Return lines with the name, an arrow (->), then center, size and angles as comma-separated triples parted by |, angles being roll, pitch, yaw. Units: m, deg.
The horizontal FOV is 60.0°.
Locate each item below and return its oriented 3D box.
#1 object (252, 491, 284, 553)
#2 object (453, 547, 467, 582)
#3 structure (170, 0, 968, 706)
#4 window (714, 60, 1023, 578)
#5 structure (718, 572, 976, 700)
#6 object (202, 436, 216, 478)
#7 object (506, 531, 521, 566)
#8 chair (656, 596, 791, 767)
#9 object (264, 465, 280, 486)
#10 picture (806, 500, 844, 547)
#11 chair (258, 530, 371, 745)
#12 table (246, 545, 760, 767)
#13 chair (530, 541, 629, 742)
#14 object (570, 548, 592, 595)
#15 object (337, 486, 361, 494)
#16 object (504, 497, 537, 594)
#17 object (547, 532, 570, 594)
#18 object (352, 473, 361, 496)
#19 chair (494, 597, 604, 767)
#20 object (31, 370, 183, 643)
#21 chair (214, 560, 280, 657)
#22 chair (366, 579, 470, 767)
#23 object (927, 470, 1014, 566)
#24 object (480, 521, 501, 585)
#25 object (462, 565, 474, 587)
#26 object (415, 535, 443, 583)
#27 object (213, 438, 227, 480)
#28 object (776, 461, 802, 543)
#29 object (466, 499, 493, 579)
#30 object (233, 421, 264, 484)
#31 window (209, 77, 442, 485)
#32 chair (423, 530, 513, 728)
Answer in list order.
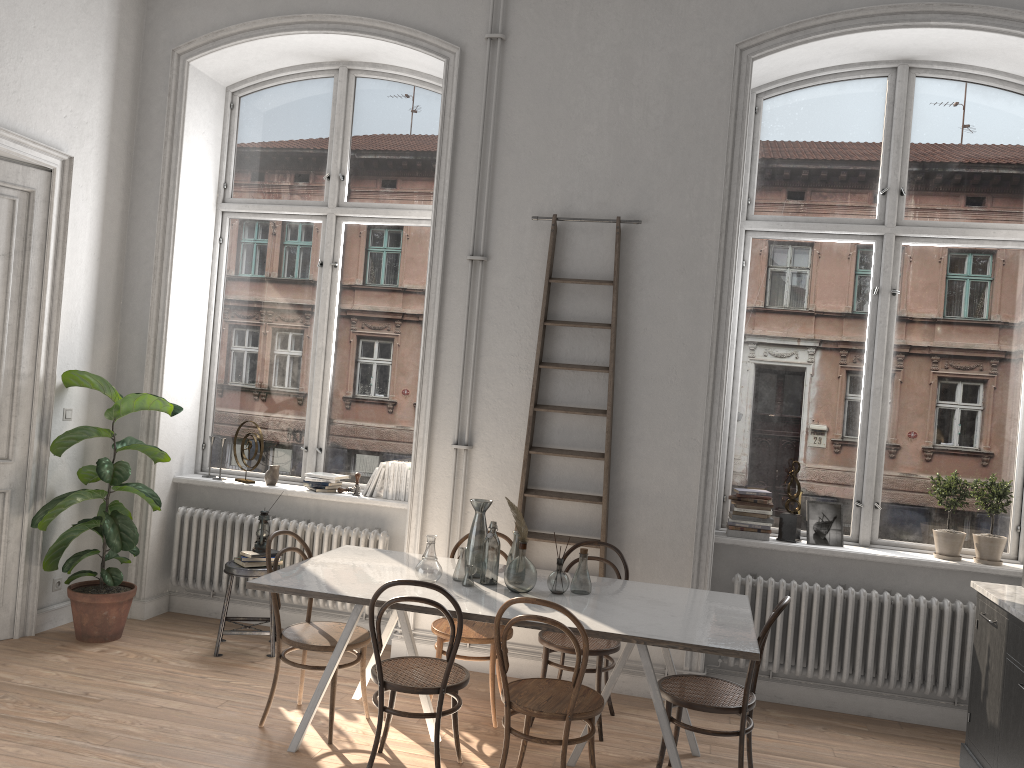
object -> -1.525, 0.854, 5.542 | 0.163, 0.383, 0.154 | 5, 0, -14
object -> -0.243, 0.877, 4.323 | 0.083, 0.158, 0.083 | 5, 0, 8
structure -> 0.349, -0.445, 5.445 | 5.181, 4.474, 0.340 | 5, 0, 13
window -> 9.401, -4.226, 6.984 | 14.383, 15.935, 26.403 | 5, 0, 13
structure -> 2.015, 1.449, 5.112 | 1.577, 0.552, 0.194 | 5, 0, 13
object -> -2.119, 0.512, 6.238 | 0.095, 0.289, 0.095 | 5, 0, 44
object -> 0.023, 0.850, 4.339 | 0.098, 0.255, 0.100 | 5, 0, -11
chair -> 0.923, 1.370, 3.963 | 0.549, 0.920, 0.438 | 5, 0, 25
object -> -1.648, 0.623, 6.089 | 0.100, 0.142, 0.102 | 5, 0, -13
picture -> 1.876, 0.841, 5.363 | 0.221, 0.264, 0.149 | 5, 0, -4
chair -> -0.967, 1.219, 4.410 | 0.549, 0.920, 0.438 | 5, 0, 21
table -> -0.018, 1.365, 4.220 | 2.200, 0.780, 1.100 | 5, 0, 13
chair -> 0.375, 1.333, 4.733 | 0.437, 0.920, 0.549 | 5, 0, 20
object -> 0.338, 0.897, 4.261 | 0.101, 0.212, 0.101 | 5, 0, -38
object -> -1.108, 0.713, 5.987 | 0.153, 0.048, 0.088 | 5, -1, -38
object -> 0.052, 0.755, 4.170 | 0.156, 0.446, 0.157 | 5, 0, 31
object -> 0.227, 0.852, 4.209 | 0.107, 0.283, 0.107 | 5, 0, 8
object -> -1.033, 0.667, 5.914 | 0.048, 0.153, 0.088 | 5, 0, -17
chair -> 0.151, 1.304, 3.703 | 0.437, 0.920, 0.549 | 5, 0, 24
object -> -0.061, 0.833, 4.678 | 5.826, 1.842, 0.792 | 5, 0, 18
chair -> -1.622, 1.374, 5.486 | 0.364, 0.523, 0.360 | 5, 0, -14
chair -> -0.410, 1.260, 3.866 | 0.438, 0.920, 0.549 | 5, 0, 8
object -> 2.654, 0.766, 5.152 | 0.500, 0.524, 0.234 | 5, 0, 2
object -> -0.101, 0.816, 4.293 | 0.086, 0.301, 0.086 | 5, 0, -2
object -> -0.207, 0.911, 4.217 | 0.058, 0.094, 0.058 | 5, 0, 41
object -> -0.392, 0.833, 4.227 | 0.132, 0.219, 0.132 | 5, 0, 2
object -> -2.018, 0.520, 6.156 | 0.095, 0.289, 0.095 | 5, 0, 35
object -> 1.694, 0.707, 5.364 | 0.122, 0.488, 0.102 | 5, 0, 37
object -> -0.169, 0.771, 4.424 | 0.116, 0.383, 0.116 | 5, 0, 24
object -> -1.823, 0.467, 6.135 | 0.087, 0.425, 0.347 | 5, 0, -45
window -> -1.285, -0.748, 6.234 | 1.622, 2.843, 0.013 | 5, 0, 13
chair -> -0.199, 1.286, 4.781 | 0.438, 0.920, 0.549 | 5, 0, 11
